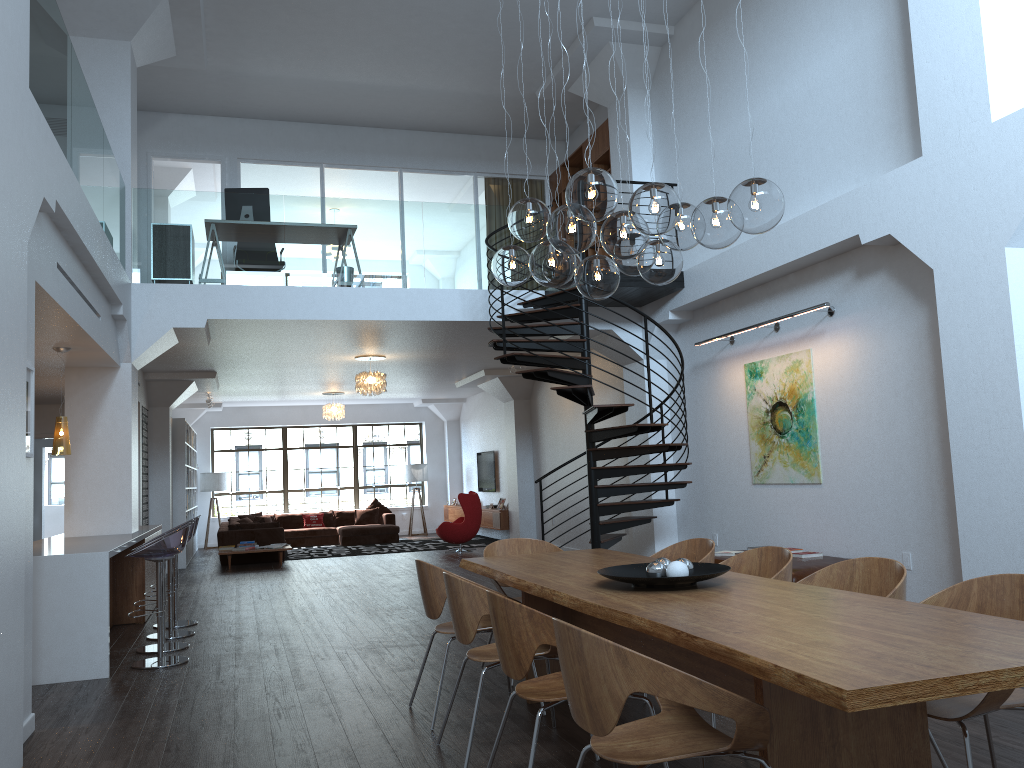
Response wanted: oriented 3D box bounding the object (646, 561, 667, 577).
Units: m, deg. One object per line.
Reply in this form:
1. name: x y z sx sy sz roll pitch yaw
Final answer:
1. object: 0.647 0.841 3.961 0.100 0.100 0.100 -6 -6 27

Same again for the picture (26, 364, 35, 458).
1. picture: -2.591 0.132 4.692 0.018 0.500 0.500 -1 -6 -17

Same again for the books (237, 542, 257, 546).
1. books: -4.296 2.602 14.392 0.279 0.035 0.191 -2 -6 -7

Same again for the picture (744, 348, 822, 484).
1. picture: 2.535 0.338 8.374 0.010 1.200 1.095 -1 -6 -17

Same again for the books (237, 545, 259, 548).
1. books: -4.289 2.638 14.387 0.312 0.037 0.216 0 -6 -27

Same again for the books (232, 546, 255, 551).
1. books: -4.238 2.596 13.984 0.236 0.035 0.340 -3 -6 8

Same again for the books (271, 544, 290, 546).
1. books: -3.804 2.624 14.467 0.256 0.035 0.350 -3 -6 8

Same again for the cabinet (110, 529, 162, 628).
1. cabinet: -3.903 1.879 8.203 0.898 0.796 4.493 -1 -6 -17

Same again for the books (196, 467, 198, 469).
1. books: -6.677 1.748 18.365 0.284 0.035 0.197 -4 -6 13

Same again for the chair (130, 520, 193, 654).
1. chair: -2.830 1.623 7.180 0.481 1.014 0.530 -1 -6 -19

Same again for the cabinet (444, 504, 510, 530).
1. cabinet: -0.660 2.672 17.996 0.459 0.350 4.501 -1 -6 -17

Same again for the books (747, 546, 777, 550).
1. books: 2.340 1.529 8.205 0.254 0.044 0.183 0 -6 -23

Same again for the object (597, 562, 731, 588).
1. object: 0.681 0.864 3.976 0.592 0.066 0.592 -6 -7 30

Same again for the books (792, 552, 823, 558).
1. books: 2.516 1.461 7.583 0.224 0.036 0.161 0 -6 -23

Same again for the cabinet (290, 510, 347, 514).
1. cabinet: -4.096 3.112 19.403 1.520 0.625 0.350 -1 -6 -17

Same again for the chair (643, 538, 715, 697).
1. chair: 0.910 1.346 5.216 0.617 0.830 0.629 -1 -6 -17

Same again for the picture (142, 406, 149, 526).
1. picture: -5.347 1.532 12.943 0.021 2.380 0.800 -1 -6 -17

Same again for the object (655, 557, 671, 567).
1. object: 0.689 0.843 4.051 0.100 0.100 0.100 -6 -6 27

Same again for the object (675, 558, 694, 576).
1. object: 0.768 0.833 3.988 0.100 0.100 0.100 -6 -6 27

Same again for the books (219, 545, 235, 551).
1. books: -4.575 2.631 14.236 0.241 0.045 0.334 -1 -6 -16

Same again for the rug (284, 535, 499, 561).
1. rug: -2.294 3.077 16.794 4.200 0.007 3.100 -1 -6 -16

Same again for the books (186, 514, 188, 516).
1. books: -5.422 2.139 14.472 0.223 0.027 0.161 -2 -6 -8

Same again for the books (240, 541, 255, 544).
1. books: -4.292 2.571 14.395 0.224 0.027 0.157 -1 -6 -12

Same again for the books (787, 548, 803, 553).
1. books: 2.416 1.493 7.897 0.283 0.043 0.197 -1 -6 -18

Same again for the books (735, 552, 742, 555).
1. books: 2.106 1.495 7.758 0.247 0.040 0.185 -1 -6 -14

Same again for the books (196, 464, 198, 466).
1. books: -6.676 1.681 18.367 0.254 0.032 0.174 -4 -6 18

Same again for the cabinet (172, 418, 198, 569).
1. cabinet: -6.147 2.001 16.374 0.461 2.414 4.500 -1 -6 -17

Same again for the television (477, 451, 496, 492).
1. television: -0.530 1.789 18.069 0.013 0.816 1.324 -1 -6 -18

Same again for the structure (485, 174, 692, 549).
1. structure: 0.771 -0.026 9.094 1.998 4.352 1.998 -6 -7 33

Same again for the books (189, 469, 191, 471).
1. books: -5.818 1.527 15.715 0.223 0.027 0.161 -2 -6 -8

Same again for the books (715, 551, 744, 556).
1. books: 1.964 1.536 8.046 0.161 0.031 0.223 2 -7 -39

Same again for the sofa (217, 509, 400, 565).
1. sofa: -3.753 2.824 16.908 3.481 0.664 4.197 -1 -6 -17

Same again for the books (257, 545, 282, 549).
1. books: -3.851 2.587 14.094 0.342 0.040 0.231 -5 -6 22

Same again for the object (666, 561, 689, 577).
1. object: 0.727 0.828 3.896 0.100 0.100 0.100 -6 -6 27

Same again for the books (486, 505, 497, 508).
1. books: -0.341 2.383 17.244 0.250 0.053 0.400 -1 -6 -17

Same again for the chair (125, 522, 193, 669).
1. chair: -2.617 1.554 6.588 0.481 1.014 0.530 -1 -6 -15
